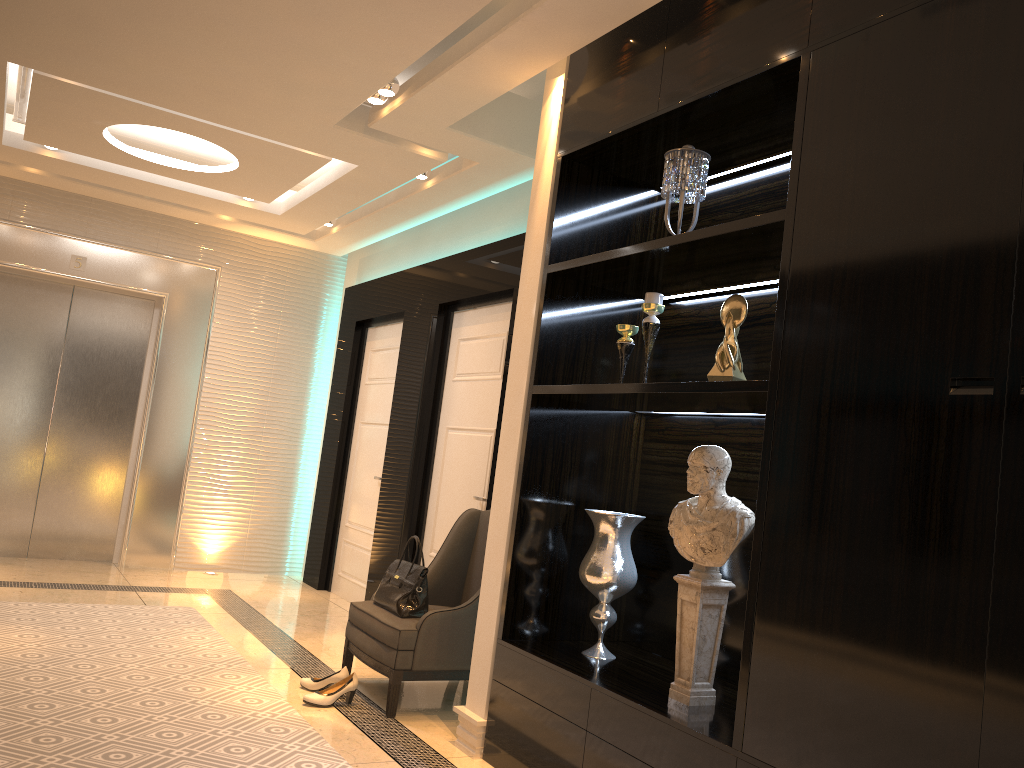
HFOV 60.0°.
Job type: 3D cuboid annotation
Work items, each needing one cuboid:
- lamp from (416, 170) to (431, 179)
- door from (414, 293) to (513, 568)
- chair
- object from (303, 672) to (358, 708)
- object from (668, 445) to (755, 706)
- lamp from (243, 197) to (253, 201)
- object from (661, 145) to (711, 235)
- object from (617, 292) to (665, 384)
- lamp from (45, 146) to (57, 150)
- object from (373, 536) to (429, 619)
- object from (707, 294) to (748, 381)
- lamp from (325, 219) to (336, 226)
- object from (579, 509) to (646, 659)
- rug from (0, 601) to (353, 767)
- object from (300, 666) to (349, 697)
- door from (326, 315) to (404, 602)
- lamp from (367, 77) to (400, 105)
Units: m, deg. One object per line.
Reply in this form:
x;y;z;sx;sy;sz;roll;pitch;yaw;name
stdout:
-0.518;-1.247;5.113;0.107;0.127;0.107;3;-7;41;lamp
-0.276;0.508;5.068;0.089;2.034;0.919;10;-6;-30;door
-0.333;0.987;4.110;0.702;0.898;0.625;10;-6;-29;chair
-0.760;1.287;3.741;0.235;0.135;0.084;10;-6;-28;object
0.608;0.590;2.778;0.221;0.794;0.308;8;-5;-3;object
-1.792;-1.321;6.063;0.107;0.127;0.107;8;-5;-11;lamp
0.570;-0.626;2.957;0.155;0.347;0.155;3;-7;40;object
0.448;-0.148;3.167;0.176;0.361;0.079;3;-7;41;object
-2.825;-1.508;5.454;0.107;0.127;0.107;8;-5;-11;lamp
-0.485;0.862;4.036;0.168;0.345;0.366;10;-6;-31;object
0.694;-0.130;2.817;0.113;0.318;0.116;10;-6;-31;object
-1.344;-1.223;6.507;0.107;0.127;0.107;3;-7;41;lamp
0.351;0.739;3.281;0.221;0.522;0.221;10;-6;-25;object
-1.294;1.195;2.823;1.526;0.015;5.025;10;-6;-30;rug
-0.824;1.296;3.923;0.235;0.135;0.084;6;-6;18;object
-1.011;0.529;6.308;0.089;2.034;0.919;10;-6;-30;door
-0.588;-1.356;4.032;0.107;0.127;0.235;10;-6;-30;lamp
